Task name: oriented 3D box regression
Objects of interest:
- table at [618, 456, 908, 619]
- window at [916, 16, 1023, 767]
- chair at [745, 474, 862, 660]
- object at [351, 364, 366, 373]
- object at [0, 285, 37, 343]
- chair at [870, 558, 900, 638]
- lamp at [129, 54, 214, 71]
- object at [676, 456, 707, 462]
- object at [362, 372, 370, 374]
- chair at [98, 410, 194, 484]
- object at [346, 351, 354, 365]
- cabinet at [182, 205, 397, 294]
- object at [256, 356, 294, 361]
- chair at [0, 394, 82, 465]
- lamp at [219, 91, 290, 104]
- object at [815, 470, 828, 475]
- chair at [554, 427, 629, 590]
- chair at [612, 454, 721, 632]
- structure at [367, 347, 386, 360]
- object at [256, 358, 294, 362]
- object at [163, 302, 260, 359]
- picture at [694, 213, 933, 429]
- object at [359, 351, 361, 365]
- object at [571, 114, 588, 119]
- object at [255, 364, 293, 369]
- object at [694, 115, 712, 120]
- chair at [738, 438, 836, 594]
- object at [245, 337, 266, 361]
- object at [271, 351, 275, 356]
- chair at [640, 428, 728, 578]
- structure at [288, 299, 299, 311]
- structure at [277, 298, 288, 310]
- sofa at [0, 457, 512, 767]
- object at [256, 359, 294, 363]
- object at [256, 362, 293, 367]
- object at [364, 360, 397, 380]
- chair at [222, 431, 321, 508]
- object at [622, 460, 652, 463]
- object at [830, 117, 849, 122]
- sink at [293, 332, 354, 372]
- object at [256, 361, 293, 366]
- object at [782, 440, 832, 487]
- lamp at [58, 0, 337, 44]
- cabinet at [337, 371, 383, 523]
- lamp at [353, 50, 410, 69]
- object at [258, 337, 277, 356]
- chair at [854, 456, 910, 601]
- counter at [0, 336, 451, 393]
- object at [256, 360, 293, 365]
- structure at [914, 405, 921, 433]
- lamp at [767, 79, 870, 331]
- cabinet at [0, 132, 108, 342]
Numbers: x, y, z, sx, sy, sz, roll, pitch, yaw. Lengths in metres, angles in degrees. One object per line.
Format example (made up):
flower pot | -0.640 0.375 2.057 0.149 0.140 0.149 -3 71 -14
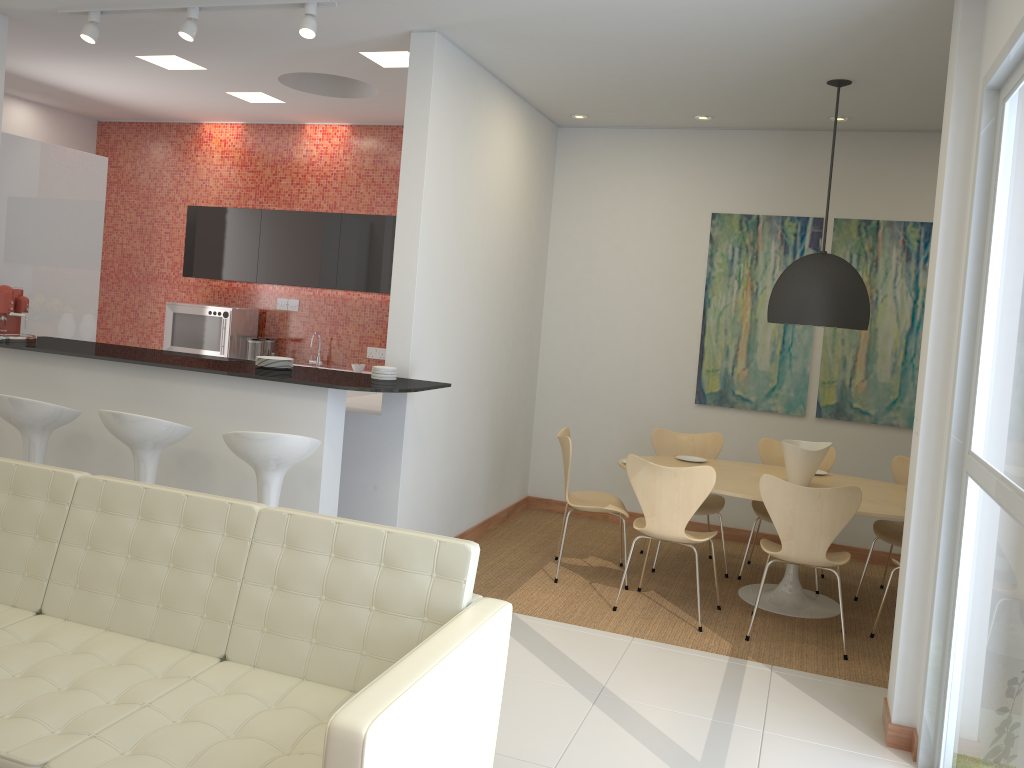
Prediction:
table | 1.746 0.982 5.486 2.266 0.728 1.281 6 5 20
window | 1.218 0.263 1.851 0.121 2.708 3.437 5 4 19
chair | 1.592 0.941 4.828 0.522 0.905 0.516 6 3 19
object | -1.315 -0.125 7.565 0.121 0.084 0.121 8 5 39
object | -3.001 -0.424 5.327 0.321 0.336 0.321 6 3 19
chair | 2.283 1.012 4.680 0.521 0.905 0.517 5 3 2
lamp | -2.417 -2.300 6.293 0.409 0.034 0.409 6 5 19
object | 1.225 0.516 6.049 0.211 0.015 0.210 9 7 41
object | -1.318 -0.086 7.566 0.218 0.014 0.219 2 6 -31
chair | -1.865 0.625 4.467 0.458 1.019 0.464 6 3 30
object | -1.368 -0.186 7.592 0.165 0.177 0.011 7 3 33
cabinet | -1.435 -1.154 7.798 3.248 0.658 0.352 6 3 19
object | -1.357 -0.143 5.066 0.210 0.015 0.211 2 6 -27
chair | -2.553 0.547 4.706 0.458 1.019 0.464 6 3 30
lamp | -2.090 -2.356 7.235 0.409 0.034 0.409 6 5 19
object | 2.009 0.590 5.943 0.211 0.015 0.210 8 6 36
chair | 0.511 0.775 5.694 0.516 0.905 0.522 5 3 3
chair | 0.926 0.863 5.088 0.522 0.905 0.516 6 3 26
structure | -1.204 -0.273 7.896 0.198 0.099 0.016 6 2 19
object | -1.358 -0.136 5.066 0.210 0.015 0.211 2 6 -27
object | -2.780 -0.488 8.158 0.723 0.470 0.436 6 4 19
picture | 2.319 -0.499 6.671 1.742 1.504 0.020 6 2 19
object | -1.311 -0.185 7.622 0.009 0.195 0.140 4 3 -12
object | 0.527 -2.090 6.925 0.129 0.010 0.130 2 6 -26
object | -1.361 -0.101 5.067 0.210 0.015 0.211 2 6 -27
object | 1.427 -1.988 6.613 0.129 0.010 0.130 2 6 -26
chair | 1.865 0.862 5.977 0.522 0.905 0.516 6 3 23
object | -2.303 -0.303 7.942 0.172 0.215 0.172 7 4 37
object | -2.177 -0.253 8.063 0.037 0.092 0.037 5 2 19
chair | 1.212 0.796 6.106 0.521 0.905 0.517 5 3 -2
structure | -2.021 -0.728 8.185 0.114 0.104 0.008 6 2 19
structure | -2.133 -0.741 8.221 0.114 0.104 0.013 6 2 19
sofa | -1.384 0.854 2.791 2.569 0.921 1.002 6 4 19
object | -1.358 -0.129 5.067 0.210 0.015 0.211 2 6 -27
object | -1.360 -0.108 5.067 0.210 0.015 0.211 2 6 -27
object | -0.728 -0.081 4.941 0.173 0.097 0.140 6 4 12
chair | -1.174 0.704 4.230 0.457 1.019 0.465 5 2 5
object | 0.815 0.513 5.695 0.211 0.015 0.210 9 7 41
object | 2.328 -1.885 6.301 0.129 0.010 0.130 2 6 -26
sink | -1.784 -0.192 7.849 0.809 0.536 0.417 6 3 19
object | -1.359 -0.115 5.067 0.210 0.015 0.211 2 6 -27
object | 1.792 0.484 5.454 0.261 0.279 0.272 2 4 -36
lamp | -1.807 -2.013 4.930 1.825 0.199 0.112 6 3 19
cabinet | -1.953 0.424 6.855 3.341 0.982 2.498 6 5 19
lamp | -0.752 -2.110 5.716 0.409 0.034 0.409 6 5 19
object | -2.265 -0.321 8.175 0.172 0.215 0.172 7 4 37
chair | 2.563 0.953 5.607 0.523 0.905 0.515 7 3 43
counter | -1.856 -0.131 5.112 2.969 0.019 0.736 6 5 19
object | -1.359 -0.122 5.067 0.210 0.015 0.211 2 6 -27
structure | 1.694 0.146 3.706 0.013 0.104 0.114 5 4 19
lamp | 1.931 -1.095 5.409 0.595 1.491 0.594 6 2 21
cabinet | -4.030 -0.476 6.349 1.640 2.519 1.058 6 2 19
